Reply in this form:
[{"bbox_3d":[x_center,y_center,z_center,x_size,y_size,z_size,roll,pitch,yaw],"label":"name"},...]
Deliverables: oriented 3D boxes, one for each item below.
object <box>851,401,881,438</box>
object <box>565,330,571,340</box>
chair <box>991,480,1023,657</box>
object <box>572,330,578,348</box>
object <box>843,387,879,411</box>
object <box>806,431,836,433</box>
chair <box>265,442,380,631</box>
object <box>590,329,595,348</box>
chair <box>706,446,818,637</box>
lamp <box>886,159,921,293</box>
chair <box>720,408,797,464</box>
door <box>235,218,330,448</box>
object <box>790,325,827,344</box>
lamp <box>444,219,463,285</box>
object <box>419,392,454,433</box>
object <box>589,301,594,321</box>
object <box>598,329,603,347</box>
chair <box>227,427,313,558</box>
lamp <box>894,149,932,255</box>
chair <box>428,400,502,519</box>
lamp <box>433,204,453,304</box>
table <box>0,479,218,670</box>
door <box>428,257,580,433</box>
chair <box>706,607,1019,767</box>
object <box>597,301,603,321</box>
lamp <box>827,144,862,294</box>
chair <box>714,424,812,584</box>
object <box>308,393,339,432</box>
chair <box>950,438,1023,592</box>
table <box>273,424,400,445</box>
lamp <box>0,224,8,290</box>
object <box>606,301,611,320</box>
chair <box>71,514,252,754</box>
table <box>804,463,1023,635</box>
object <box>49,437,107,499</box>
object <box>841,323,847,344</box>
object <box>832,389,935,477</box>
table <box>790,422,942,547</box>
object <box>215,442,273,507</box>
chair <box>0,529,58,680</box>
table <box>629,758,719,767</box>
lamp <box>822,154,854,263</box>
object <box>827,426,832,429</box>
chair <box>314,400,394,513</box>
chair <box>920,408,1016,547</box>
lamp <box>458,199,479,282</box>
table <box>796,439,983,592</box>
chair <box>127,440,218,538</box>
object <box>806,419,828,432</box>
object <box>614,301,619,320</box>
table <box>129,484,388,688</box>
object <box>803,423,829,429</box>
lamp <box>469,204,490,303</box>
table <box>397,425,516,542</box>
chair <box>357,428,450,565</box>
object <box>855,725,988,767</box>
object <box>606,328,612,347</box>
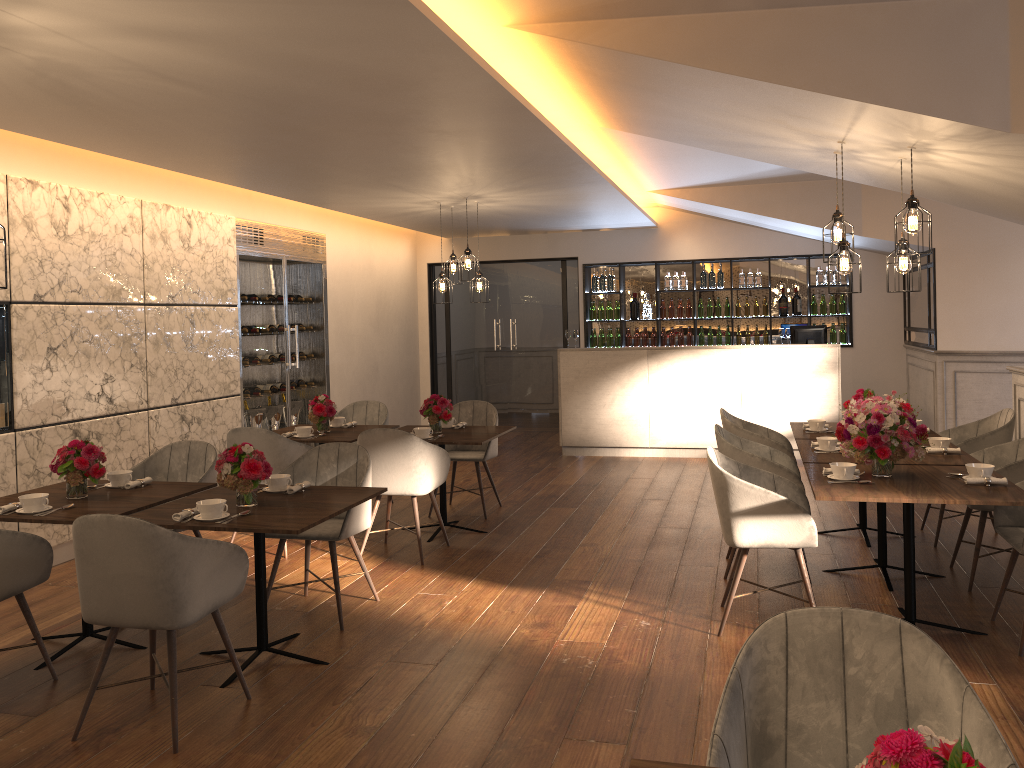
[{"bbox_3d":[2.097,0.230,5.221,0.234,0.301,0.306,0,3,34],"label":"object"},{"bbox_3d":[0.629,-0.507,9.969,0.065,0.207,0.065,-1,1,6],"label":"object"},{"bbox_3d":[2.524,0.742,4.034,0.526,0.871,0.566,-1,2,15],"label":"chair"},{"bbox_3d":[0.713,-0.508,9.951,0.065,0.207,0.146,-1,2,7],"label":"object"},{"bbox_3d":[2.381,0.164,5.990,0.305,0.301,0.234,-3,2,-27],"label":"object"},{"bbox_3d":[2.075,0.322,5.942,0.197,0.015,0.043,-1,4,11],"label":"object"},{"bbox_3d":[-1.019,0.782,4.729,0.565,0.871,0.527,-1,2,15],"label":"chair"},{"bbox_3d":[1.058,-0.600,11.665,0.065,0.261,0.066,-2,1,-6],"label":"object"},{"bbox_3d":[1.238,0.751,4.366,0.526,0.871,0.566,-1,2,15],"label":"chair"},{"bbox_3d":[2.185,-1.553,4.980,0.175,2.069,0.175,-1,1,17],"label":"lamp"},{"bbox_3d":[1.731,0.606,6.178,0.526,0.871,0.566,-1,2,15],"label":"chair"},{"bbox_3d":[-2.207,-0.317,8.731,0.134,2.466,1.861,-1,2,15],"label":"door"},{"bbox_3d":[3.176,-0.461,9.445,0.408,0.328,0.130,-2,1,-7],"label":"object"},{"bbox_3d":[-0.598,-2.013,8.680,0.175,2.069,0.175,-1,1,17],"label":"lamp"},{"bbox_3d":[-0.563,0.206,6.477,0.234,0.301,0.305,-3,3,-27],"label":"object"},{"bbox_3d":[1.048,-0.962,11.660,0.065,0.261,0.066,-2,1,-6],"label":"object"},{"bbox_3d":[1.164,-0.601,11.636,0.065,0.261,0.066,-2,1,-6],"label":"object"},{"bbox_3d":[-1.657,0.699,6.094,0.565,0.871,0.527,-1,2,15],"label":"chair"},{"bbox_3d":[2.094,-1.721,4.660,0.175,2.069,0.175,-1,1,17],"label":"lamp"},{"bbox_3d":[-0.369,0.591,7.120,0.565,0.871,0.527,-1,2,15],"label":"chair"},{"bbox_3d":[-0.679,-1.795,8.366,0.175,2.069,0.175,-1,1,17],"label":"lamp"},{"bbox_3d":[-2.081,0.915,4.324,0.896,0.720,0.898,-1,3,15],"label":"table"},{"bbox_3d":[-0.078,-0.505,12.023,2.105,2.332,0.274,-1,1,15],"label":"door"},{"bbox_3d":[0.682,0.956,1.747,0.565,0.871,0.527,-1,2,15],"label":"chair"},{"bbox_3d":[1.155,-0.963,11.631,0.065,0.261,0.066,-2,1,-6],"label":"object"},{"bbox_3d":[1.838,-1.541,4.944,0.175,2.069,0.175,-1,1,17],"label":"lamp"},{"bbox_3d":[1.485,0.679,5.272,0.526,0.871,0.566,-1,2,15],"label":"chair"},{"bbox_3d":[-1.427,0.211,6.705,0.234,0.301,0.305,-2,3,-10],"label":"object"},{"bbox_3d":[2.771,0.670,4.940,0.526,0.871,0.566,-1,2,15],"label":"chair"},{"bbox_3d":[-1.432,0.724,6.715,0.896,0.720,0.898,-1,3,15],"label":"table"},{"bbox_3d":[-1.814,-1.352,2.947,0.175,2.069,0.175,-1,1,17],"label":"lamp"},{"bbox_3d":[1.262,-0.963,11.602,0.065,0.261,0.066,-2,1,-6],"label":"object"},{"bbox_3d":[-1.382,0.885,3.452,0.565,0.871,0.527,-1,2,15],"label":"chair"},{"bbox_3d":[1.898,0.820,4.228,0.896,0.720,0.898,-1,3,15],"label":"table"},{"bbox_3d":[-2.122,0.403,4.313,0.305,0.301,0.234,0,3,37],"label":"object"},{"bbox_3d":[4.062,-0.617,10.848,0.065,0.261,0.066,-2,1,-6],"label":"object"},{"bbox_3d":[1.817,0.238,4.362,0.419,0.425,0.406,-1,2,3],"label":"object"},{"bbox_3d":[2.391,0.675,6.040,0.896,0.720,0.898,-1,3,15],"label":"table"},{"bbox_3d":[-1.213,0.401,4.037,0.234,0.301,0.305,-3,3,-42],"label":"object"},{"bbox_3d":[-2.307,0.890,3.704,0.565,0.871,0.527,-1,2,15],"label":"chair"},{"bbox_3d":[0.545,1.083,1.091,0.896,0.720,0.898,-1,3,15],"label":"table"},{"bbox_3d":[1.919,-1.760,5.258,0.175,2.069,0.175,-1,1,17],"label":"lamp"},{"bbox_3d":[2.116,0.302,6.130,0.192,0.024,0.025,0,3,15],"label":"object"},{"bbox_3d":[-1.295,0.597,7.372,0.565,0.871,0.527,-1,2,15],"label":"chair"},{"bbox_3d":[3.017,0.598,5.846,0.526,0.871,0.566,-1,2,15],"label":"chair"},{"bbox_3d":[-0.423,-1.974,8.083,0.175,2.069,0.175,-1,1,17],"label":"lamp"},{"bbox_3d":[2.144,0.748,5.134,0.896,0.720,0.898,-1,3,15],"label":"table"},{"bbox_3d":[-1.944,0.787,4.981,0.565,0.871,0.527,-1,2,15],"label":"chair"},{"bbox_3d":[2.085,0.285,6.056,0.148,0.072,0.148,-4,4,-32],"label":"object"},{"bbox_3d":[1.368,-0.964,11.573,0.065,0.261,0.066,-2,1,-6],"label":"object"},{"bbox_3d":[-1.156,0.909,4.072,0.896,0.720,0.898,-1,3,15],"label":"table"},{"bbox_3d":[2.115,0.293,6.166,0.175,0.039,0.056,0,3,15],"label":"object"},{"bbox_3d":[-0.332,-1.806,8.403,0.175,2.069,0.175,-1,1,17],"label":"lamp"},{"bbox_3d":[-0.506,0.718,6.463,0.896,0.720,0.898,-1,3,15],"label":"table"},{"bbox_3d":[-0.732,0.694,5.842,0.565,0.871,0.527,-1,2,15],"label":"chair"},{"bbox_3d":[0.516,0.570,1.119,0.234,0.301,0.306,0,3,34],"label":"object"},{"bbox_3d":[1.271,-0.601,11.607,0.065,0.261,0.066,-2,1,-6],"label":"object"}]
